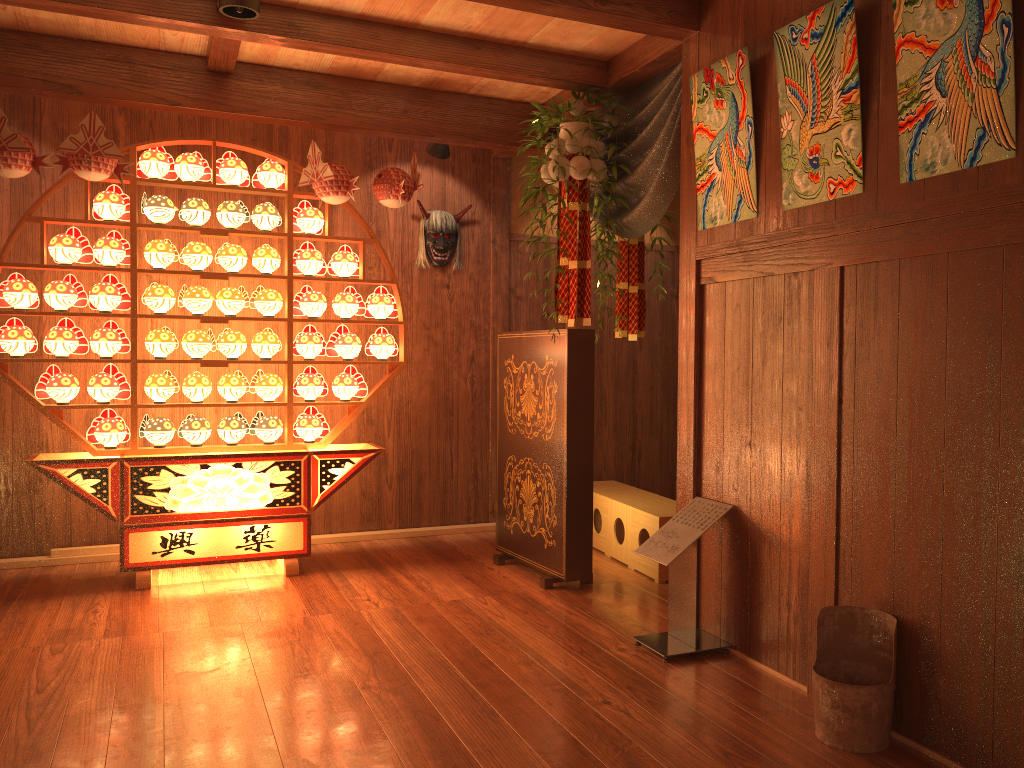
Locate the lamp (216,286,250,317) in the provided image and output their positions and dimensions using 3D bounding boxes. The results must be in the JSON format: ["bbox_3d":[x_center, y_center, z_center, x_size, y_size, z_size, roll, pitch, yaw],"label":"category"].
[{"bbox_3d":[-1.451,-0.427,4.531,0.135,0.167,0.162,1,2,32],"label":"lamp"}]

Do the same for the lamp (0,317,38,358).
[{"bbox_3d":[-2.313,-0.217,4.135,0.196,0.195,0.152,-1,2,-38],"label":"lamp"}]

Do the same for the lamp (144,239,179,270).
[{"bbox_3d":[-1.752,-0.646,4.379,0.138,0.167,0.158,1,2,7],"label":"lamp"}]

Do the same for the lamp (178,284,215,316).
[{"bbox_3d":[-1.579,-0.423,4.467,0.156,0.161,0.140,1,2,7],"label":"lamp"}]

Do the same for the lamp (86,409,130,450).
[{"bbox_3d":[-1.957,0.220,4.312,0.201,0.197,0.152,-1,2,-33],"label":"lamp"}]

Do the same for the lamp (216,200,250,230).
[{"bbox_3d":[-1.440,-0.867,4.516,0.137,0.167,0.160,1,2,17],"label":"lamp"}]

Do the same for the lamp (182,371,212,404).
[{"bbox_3d":[-1.591,0.018,4.468,0.143,0.161,0.153,0,2,-23],"label":"lamp"}]

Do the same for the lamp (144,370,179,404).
[{"bbox_3d":[-1.757,0.015,4.397,0.138,0.167,0.158,1,2,7],"label":"lamp"}]

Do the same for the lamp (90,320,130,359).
[{"bbox_3d":[-1.973,-0.217,4.289,0.184,0.192,0.155,0,2,-8],"label":"lamp"}]

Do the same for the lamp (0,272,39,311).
[{"bbox_3d":[-2.297,-0.434,4.136,0.196,0.187,0.151,-1,2,-43],"label":"lamp"}]

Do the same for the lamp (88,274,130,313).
[{"bbox_3d":[-1.973,-0.441,4.282,0.202,0.200,0.155,0,2,-9],"label":"lamp"}]

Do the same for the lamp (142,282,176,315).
[{"bbox_3d":[-1.742,-0.425,4.384,0.144,0.167,0.151,-1,2,-43],"label":"lamp"}]

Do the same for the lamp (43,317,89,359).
[{"bbox_3d":[-2.146,-0.220,4.210,0.203,0.200,0.154,0,2,-14],"label":"lamp"}]

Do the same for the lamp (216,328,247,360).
[{"bbox_3d":[-1.431,-0.206,4.535,0.144,0.167,0.151,-1,2,-38],"label":"lamp"}]

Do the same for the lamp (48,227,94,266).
[{"bbox_3d":[-2.131,-0.661,4.207,0.200,0.200,0.157,1,2,1],"label":"lamp"}]

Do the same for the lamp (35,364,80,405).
[{"bbox_3d":[-2.141,0.003,4.226,0.153,0.194,0.191,1,2,27],"label":"lamp"}]

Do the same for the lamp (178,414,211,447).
[{"bbox_3d":[-1.594,0.237,4.475,0.144,0.161,0.151,-1,2,-43],"label":"lamp"}]

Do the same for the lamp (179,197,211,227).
[{"bbox_3d":[-1.588,-0.863,4.443,0.144,0.161,0.152,-1,2,-33],"label":"lamp"}]

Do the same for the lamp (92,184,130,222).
[{"bbox_3d":[-1.951,-0.881,4.278,0.202,0.200,0.155,0,2,-9],"label":"lamp"}]

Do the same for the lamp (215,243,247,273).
[{"bbox_3d":[-1.425,-0.647,4.524,0.144,0.167,0.151,-1,2,-43],"label":"lamp"}]

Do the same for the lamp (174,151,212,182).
[{"bbox_3d":[-1.622,-1.092,4.425,0.168,0.179,0.158,1,2,7],"label":"lamp"}]

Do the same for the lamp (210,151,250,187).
[{"bbox_3d":[-1.419,-1.103,4.512,0.207,0.200,0.152,-1,2,-33],"label":"lamp"}]

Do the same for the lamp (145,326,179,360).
[{"bbox_3d":[-1.750,-0.205,4.391,0.140,0.167,0.156,0,2,-3],"label":"lamp"}]

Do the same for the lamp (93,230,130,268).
[{"bbox_3d":[-1.954,-0.659,4.284,0.191,0.195,0.155,0,2,-8],"label":"lamp"}]

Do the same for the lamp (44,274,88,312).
[{"bbox_3d":[-2.152,-0.436,4.204,0.180,0.191,0.158,1,2,7],"label":"lamp"}]

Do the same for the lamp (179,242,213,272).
[{"bbox_3d":[-1.580,-0.643,4.454,0.144,0.161,0.151,-1,2,-43],"label":"lamp"}]

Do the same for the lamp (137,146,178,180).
[{"bbox_3d":[-1.763,-1.102,4.356,0.203,0.200,0.154,0,2,-14],"label":"lamp"}]

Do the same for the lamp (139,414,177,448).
[{"bbox_3d":[-1.749,0.234,4.410,0.156,0.167,0.140,1,2,7],"label":"lamp"}]

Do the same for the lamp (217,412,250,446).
[{"bbox_3d":[-1.444,0.233,4.546,0.138,0.167,0.158,1,2,7],"label":"lamp"}]

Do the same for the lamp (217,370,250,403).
[{"bbox_3d":[-1.442,0.014,4.539,0.138,0.167,0.158,1,2,7],"label":"lamp"}]

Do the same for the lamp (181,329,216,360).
[{"bbox_3d":[-1.601,-0.203,4.466,0.134,0.161,0.162,2,2,42],"label":"lamp"}]

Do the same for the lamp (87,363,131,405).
[{"bbox_3d":[-1.987,-0.001,4.288,0.200,0.200,0.157,1,2,1],"label":"lamp"}]

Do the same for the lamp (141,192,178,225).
[{"bbox_3d":[-1.738,-0.866,4.388,0.158,0.167,0.138,0,2,-8],"label":"lamp"}]
